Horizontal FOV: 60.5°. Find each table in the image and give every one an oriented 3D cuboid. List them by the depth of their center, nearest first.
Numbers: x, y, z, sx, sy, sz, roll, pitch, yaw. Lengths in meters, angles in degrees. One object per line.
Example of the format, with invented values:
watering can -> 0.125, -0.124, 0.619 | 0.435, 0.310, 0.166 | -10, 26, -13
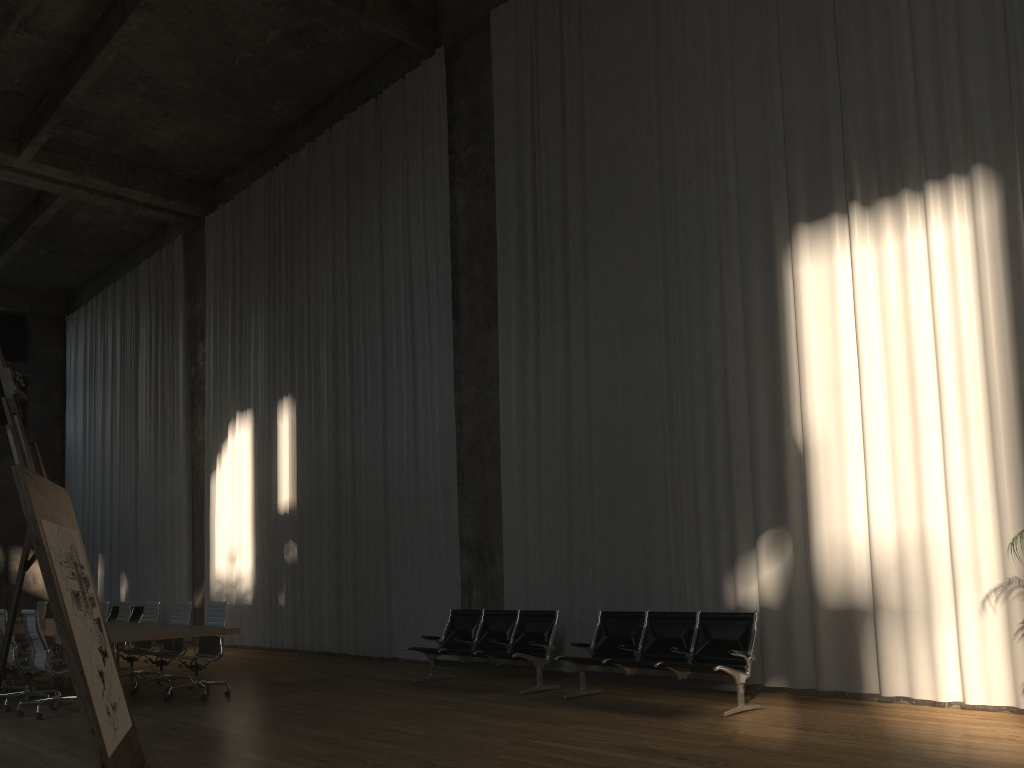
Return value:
table -> -6.041, 3.477, 11.292 | 1.612, 0.747, 7.794 | 8, -16, -42

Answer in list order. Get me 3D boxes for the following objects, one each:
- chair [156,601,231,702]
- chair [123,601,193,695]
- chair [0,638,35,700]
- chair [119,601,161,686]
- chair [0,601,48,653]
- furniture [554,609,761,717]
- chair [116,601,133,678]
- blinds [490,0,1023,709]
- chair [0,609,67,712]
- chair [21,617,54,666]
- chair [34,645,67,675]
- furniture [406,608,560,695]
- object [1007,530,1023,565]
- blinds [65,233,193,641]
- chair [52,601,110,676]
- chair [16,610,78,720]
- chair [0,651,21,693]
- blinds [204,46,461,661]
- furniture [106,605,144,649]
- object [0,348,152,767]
chair -> -5.533, 2.537, 7.623 | 13.046, 1.016, 31.830 | 10, -17, -42
chair -> -4.088, 3.054, 10.220 | 0.702, 1.011, 0.673 | 4, -9, -40
chair -> -5.650, 3.013, 9.816 | 0.703, 1.011, 0.672 | 5, -10, -44
chair -> -4.722, 3.217, 10.880 | 0.702, 1.011, 0.673 | 4, -9, -38
chair -> -7.808, 4.001, 14.046 | 0.702, 1.011, 0.673 | 4, -9, -38
furniture -> 1.289, 2.517, 8.076 | 0.712, 0.830, 1.891 | 6, -13, -43
chair -> -5.344, 3.377, 11.526 | 0.701, 1.011, 0.673 | 3, -9, -35
blinds -> 2.462, -1.386, 8.593 | 0.276, 8.523, 7.912 | 3, -9, -42
chair -> -5.053, 2.861, 9.204 | 0.701, 1.011, 0.673 | 3, -9, -35
chair -> -7.191, 3.851, 13.443 | 0.701, 1.011, 0.673 | 3, -9, -35
chair -> -6.600, 3.698, 12.826 | 0.703, 1.011, 0.672 | 5, -10, -44
furniture -> -0.357, 2.942, 9.797 | 0.712, 0.830, 1.891 | 6, -13, -43
object -> 3.971, 1.637, 5.806 | 1.137, 1.436, 1.101 | -8, -10, 37
blinds -> -9.476, 1.694, 21.070 | 0.276, 8.524, 7.907 | 3, -9, -44
chair -> -5.949, 3.534, 12.162 | 0.702, 1.011, 0.673 | 4, -9, -38
chair -> -4.432, 2.712, 8.606 | 0.702, 1.011, 0.673 | 4, -9, -38
chair -> -6.289, 3.179, 10.492 | 0.702, 1.011, 0.673 | 4, -9, -38
blinds -> -3.498, 0.152, 14.822 | 0.276, 8.523, 7.912 | 3, -9, -42
furniture -> -8.136, 4.931, 17.846 | 0.712, 0.830, 1.891 | 6, -13, -43
object -> -1.317, 0.770, 2.584 | 0.685, 2.116, 0.711 | 0, -6, -18
